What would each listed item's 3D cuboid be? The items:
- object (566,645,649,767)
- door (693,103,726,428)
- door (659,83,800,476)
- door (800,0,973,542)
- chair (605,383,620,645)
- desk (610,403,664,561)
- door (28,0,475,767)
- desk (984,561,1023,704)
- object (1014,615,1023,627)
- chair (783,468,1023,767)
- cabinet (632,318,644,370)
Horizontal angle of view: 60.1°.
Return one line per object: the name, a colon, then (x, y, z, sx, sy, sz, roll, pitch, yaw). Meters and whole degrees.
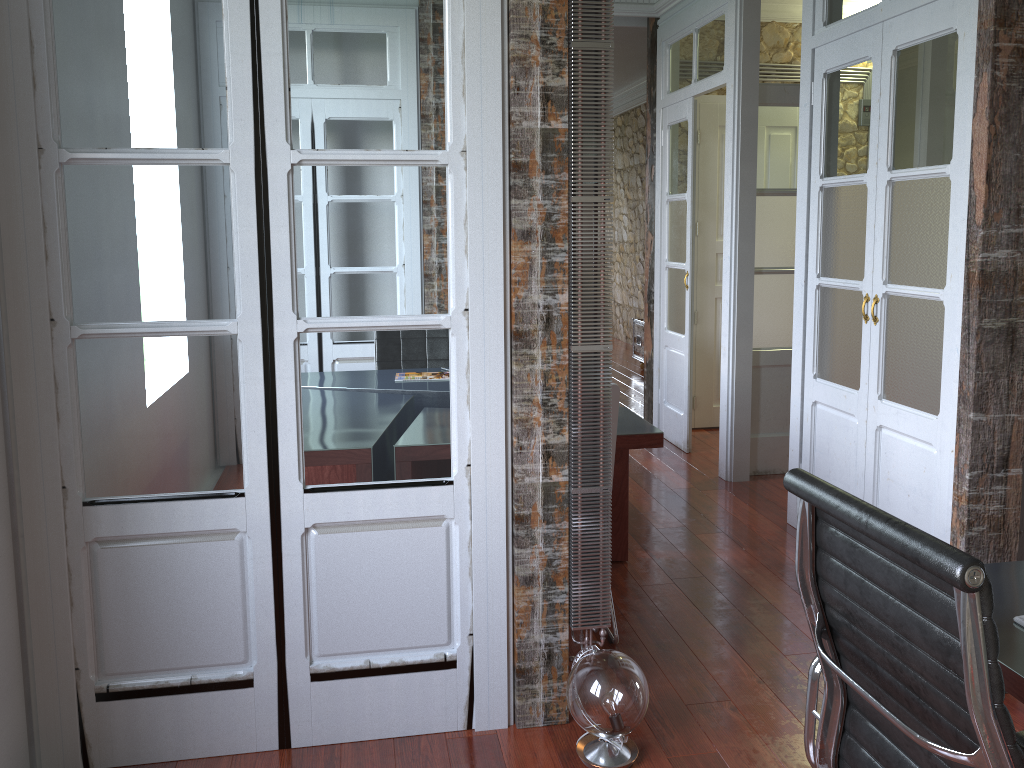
object: (0.250, 0.890, 2.365, 0.220, 0.380, 0.236, -5, 9, -32)
door: (1.678, -0.806, 6.145, 0.869, 2.203, 0.146, -2, 7, -10)
door: (1.163, -0.626, 5.324, 0.483, 2.167, 1.193, -5, 9, -35)
door: (1.441, -0.310, 3.508, 0.041, 2.165, 1.065, -2, 8, -10)
chair: (0.089, 0.409, 3.114, 0.475, 0.913, 0.606, -2, 8, -10)
desk: (-0.297, 0.382, 4.017, 1.446, 0.649, 1.725, -2, 10, -10)
door: (-0.633, -0.080, 2.310, 1.160, 2.167, 0.041, -2, 7, -10)
desk: (2.048, 0.793, 1.358, 2.507, 0.723, 1.310, -2, 9, -10)
object: (0.955, 0.434, 1.316, 0.118, 0.017, 0.442, -2, 10, -10)
chair: (0.773, 0.658, 1.367, 0.699, 1.016, 0.670, -1, 8, -6)
cabinet: (1.562, -0.292, 8.203, 0.488, 0.507, 1.433, -2, 10, -10)
